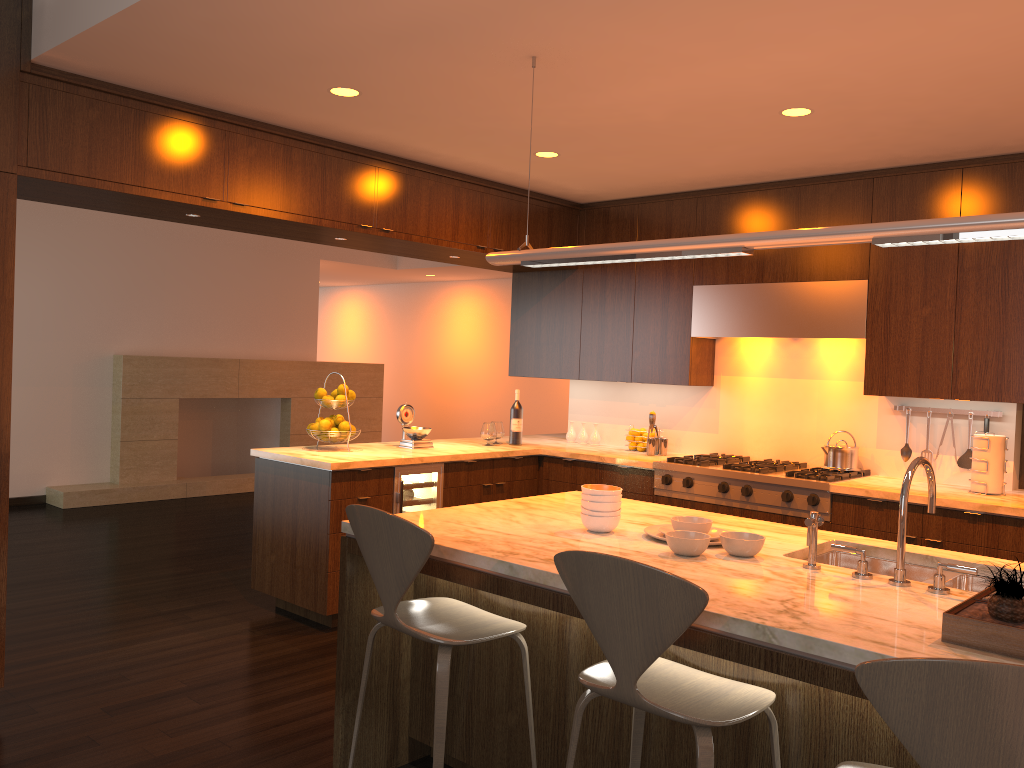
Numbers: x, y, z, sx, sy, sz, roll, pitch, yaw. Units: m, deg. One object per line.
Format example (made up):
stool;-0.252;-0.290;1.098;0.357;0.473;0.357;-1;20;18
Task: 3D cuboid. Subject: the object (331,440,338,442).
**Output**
object;-1.059;0.316;5.278;0.062;0.062;0.062;2;1;-3

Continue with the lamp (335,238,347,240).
lamp;-0.968;-0.821;5.013;0.068;0.004;0.068;3;1;23

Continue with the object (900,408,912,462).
object;2.175;0.282;4.880;0.061;0.296;0.020;3;2;41

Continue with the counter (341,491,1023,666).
counter;0.853;0.549;2.560;2.711;0.038;1.280;4;2;42

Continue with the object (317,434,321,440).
object;-1.130;0.307;5.274;0.056;0.053;0.057;2;1;3

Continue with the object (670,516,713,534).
object;0.591;0.476;2.923;0.138;0.059;0.139;2;1;-22

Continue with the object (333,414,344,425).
object;-1.016;0.210;5.200;0.060;0.063;0.062;1;2;-40

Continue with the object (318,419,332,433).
object;-1.081;0.243;5.136;0.068;0.077;0.079;3;1;18

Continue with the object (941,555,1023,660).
object;1.262;0.446;1.892;0.497;0.231;0.503;4;2;43

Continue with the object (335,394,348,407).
object;-1.004;0.099;5.223;0.078;0.077;0.077;1;2;-31

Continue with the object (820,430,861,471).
object;1.866;0.371;5.021;0.221;0.218;0.221;3;2;27

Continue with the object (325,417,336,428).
object;-1.072;0.233;5.204;0.077;0.075;0.077;3;1;16

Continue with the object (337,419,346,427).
object;-1.004;0.246;5.277;0.070;0.072;0.071;2;1;6

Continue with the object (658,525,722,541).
object;0.590;0.497;2.924;0.216;0.025;0.217;1;2;-30

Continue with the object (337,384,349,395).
object;-0.998;0.035;5.237;0.068;0.072;0.071;2;1;-1

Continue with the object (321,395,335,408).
object;-1.084;0.104;5.231;0.078;0.072;0.077;2;1;9

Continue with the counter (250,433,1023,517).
counter;0.894;0.491;5.088;3.616;0.038;3.187;4;2;42

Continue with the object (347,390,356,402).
object;-0.965;0.071;5.276;0.071;0.074;0.070;2;2;-26

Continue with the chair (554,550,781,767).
chair;0.371;0.912;2.197;0.520;1.047;0.506;4;2;42

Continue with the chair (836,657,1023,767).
chair;0.807;0.944;1.588;0.520;1.047;0.506;3;1;17

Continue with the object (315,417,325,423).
object;-1.131;0.230;5.251;0.067;0.071;0.069;2;1;-12

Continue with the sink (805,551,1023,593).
sink;1.235;0.670;2.611;0.813;0.176;0.457;4;2;42

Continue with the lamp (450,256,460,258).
lamp;-0.367;-0.813;5.670;0.068;0.004;0.068;3;1;23

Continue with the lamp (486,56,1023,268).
lamp;0.863;-0.764;2.520;2.465;0.765;0.120;4;2;42

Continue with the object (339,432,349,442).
object;-0.998;0.303;5.239;0.078;0.075;0.078;3;1;21

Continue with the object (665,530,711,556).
object;0.530;0.485;2.680;0.138;0.059;0.139;2;1;-22

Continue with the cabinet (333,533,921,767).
cabinet;0.835;1.006;2.570;2.713;0.876;1.281;4;2;42

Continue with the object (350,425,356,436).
object;-0.973;0.280;5.327;0.073;0.072;0.071;2;1;-4

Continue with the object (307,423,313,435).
object;-1.180;0.266;5.259;0.068;0.069;0.065;3;1;19

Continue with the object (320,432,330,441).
object;-1.096;0.305;5.218;0.063;0.069;0.070;2;1;5

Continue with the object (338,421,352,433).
object;-0.974;0.253;5.179;0.077;0.074;0.078;1;2;-32

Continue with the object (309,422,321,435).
object;-1.145;0.261;5.185;0.077;0.077;0.077;1;2;-36

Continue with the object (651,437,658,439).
object;0.955;0.374;5.955;0.053;0.054;0.061;3;2;32

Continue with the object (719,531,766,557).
object;0.700;0.491;2.700;0.138;0.059;0.139;2;1;-22

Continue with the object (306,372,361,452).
object;-1.056;0.160;5.264;0.324;0.461;0.324;2;1;2

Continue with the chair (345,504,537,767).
chair;-0.241;0.876;2.701;0.506;1.047;0.520;1;2;-43

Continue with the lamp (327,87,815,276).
lamp;-2.718;-1.538;9.459;16.431;0.171;5.868;3;2;42

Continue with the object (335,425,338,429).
object;-1.063;0.248;5.324;0.072;0.068;0.071;1;2;-40

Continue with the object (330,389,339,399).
object;-1.048;0.061;5.274;0.061;0.063;0.062;2;1;-23

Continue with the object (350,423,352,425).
object;-0.998;0.257;5.374;0.055;0.057;0.056;2;1;-2

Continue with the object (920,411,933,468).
object;2.256;0.302;4.811;0.066;0.314;0.004;4;2;42

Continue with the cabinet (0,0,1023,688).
cabinet;0.833;-0.079;3.554;5.521;2.997;7.728;4;2;42

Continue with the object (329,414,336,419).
object;-1.058;0.208;5.267;0.063;0.059;0.061;2;1;-14

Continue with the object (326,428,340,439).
object;-1.042;0.291;5.170;0.078;0.076;0.078;3;2;30
